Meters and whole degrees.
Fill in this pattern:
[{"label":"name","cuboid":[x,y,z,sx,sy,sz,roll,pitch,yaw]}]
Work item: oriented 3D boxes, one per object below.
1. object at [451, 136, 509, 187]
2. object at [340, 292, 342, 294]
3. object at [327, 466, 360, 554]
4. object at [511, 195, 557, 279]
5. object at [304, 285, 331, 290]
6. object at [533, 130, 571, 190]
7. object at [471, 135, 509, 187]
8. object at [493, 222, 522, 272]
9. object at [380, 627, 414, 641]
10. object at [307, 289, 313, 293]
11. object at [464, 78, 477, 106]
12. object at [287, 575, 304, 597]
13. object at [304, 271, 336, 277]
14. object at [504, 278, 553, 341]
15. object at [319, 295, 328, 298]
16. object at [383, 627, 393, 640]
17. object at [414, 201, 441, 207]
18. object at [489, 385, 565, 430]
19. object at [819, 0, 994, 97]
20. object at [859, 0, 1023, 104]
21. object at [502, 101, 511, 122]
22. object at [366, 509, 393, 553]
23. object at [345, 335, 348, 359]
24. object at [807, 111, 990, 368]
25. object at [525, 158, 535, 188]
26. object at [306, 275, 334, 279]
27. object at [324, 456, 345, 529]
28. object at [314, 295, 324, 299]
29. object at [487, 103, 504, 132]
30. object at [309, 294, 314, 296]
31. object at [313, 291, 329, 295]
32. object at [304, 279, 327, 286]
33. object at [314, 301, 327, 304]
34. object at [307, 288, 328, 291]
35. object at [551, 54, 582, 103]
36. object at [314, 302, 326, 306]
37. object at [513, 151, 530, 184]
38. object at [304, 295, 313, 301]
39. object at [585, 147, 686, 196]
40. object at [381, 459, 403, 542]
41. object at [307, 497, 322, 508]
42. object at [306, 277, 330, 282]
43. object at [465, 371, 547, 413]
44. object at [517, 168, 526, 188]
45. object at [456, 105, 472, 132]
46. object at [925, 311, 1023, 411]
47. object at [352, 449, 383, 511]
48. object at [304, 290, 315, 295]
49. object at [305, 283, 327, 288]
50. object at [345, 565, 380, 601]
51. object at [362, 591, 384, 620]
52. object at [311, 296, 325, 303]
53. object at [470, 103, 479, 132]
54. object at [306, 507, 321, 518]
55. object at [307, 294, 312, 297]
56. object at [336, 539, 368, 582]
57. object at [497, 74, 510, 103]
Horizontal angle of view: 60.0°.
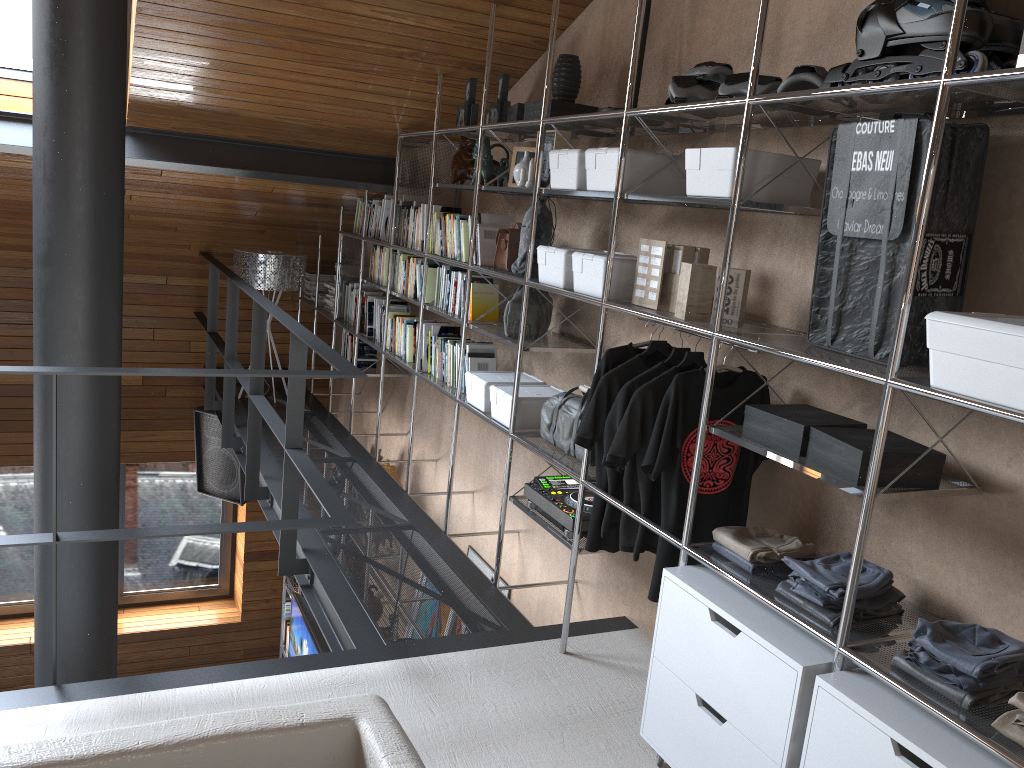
[{"label":"object","cuboid":[-0.145,-1.012,4.053,0.278,0.222,0.138,10,12,20]},{"label":"object","cuboid":[-1.061,-0.617,6.000,0.217,0.013,0.161,1,12,-25]},{"label":"object","cuboid":[-1.209,0.872,6.352,0.305,0.839,0.238,1,12,-23]},{"label":"object","cuboid":[0.088,-0.570,3.483,0.157,0.339,0.229,6,11,1]},{"label":"object","cuboid":[-1.447,-0.736,6.771,0.246,0.016,0.182,1,12,-25]},{"label":"object","cuboid":[0.147,-0.844,3.355,0.062,0.219,0.157,1,12,-25]},{"label":"object","cuboid":[-0.085,-0.966,3.864,0.197,0.220,0.102,-4,15,-41]},{"label":"object","cuboid":[0.004,-0.575,3.703,0.082,0.202,0.227,11,12,25]},{"label":"object","cuboid":[-0.673,1.490,5.156,0.272,0.207,0.137,1,12,-22]},{"label":"object","cuboid":[-1.444,-0.710,6.804,0.216,0.012,0.161,1,12,-25]},{"label":"object","cuboid":[-0.187,-1.326,4.026,0.029,0.114,0.084,2,12,-18]},{"label":"object","cuboid":[-1.612,1.630,7.129,0.320,0.114,0.405,1,12,-25]},{"label":"object","cuboid":[-1.449,-0.837,6.777,0.246,0.016,0.182,1,12,-25]},{"label":"object","cuboid":[0.073,-0.317,3.612,0.166,0.240,0.390,7,11,7]},{"label":"object","cuboid":[-1.323,-0.649,6.552,0.228,0.016,0.182,1,12,-25]},{"label":"object","cuboid":[-0.607,1.489,4.993,0.290,0.290,0.097,0,12,-27]},{"label":"object","cuboid":[-0.458,-0.838,4.693,0.146,0.240,0.023,1,12,-25]},{"label":"object","cuboid":[0.079,0.092,3.544,0.295,0.136,0.228,1,12,-25]},{"label":"object","cuboid":[0.881,-0.790,1.890,0.174,0.342,0.416,2,12,-21]},{"label":"object","cuboid":[1.001,-0.799,1.965,0.174,0.342,0.416,2,12,-20]},{"label":"object","cuboid":[-0.025,-1.150,3.809,0.029,0.117,0.086,6,11,-1]},{"label":"object","cuboid":[-0.779,0.850,5.210,0.208,0.280,0.131,-5,15,-43]},{"label":"object","cuboid":[-1.028,-0.232,5.794,0.111,0.174,0.011,1,12,-25]},{"label":"object","cuboid":[0.863,-0.335,2.012,0.188,0.559,0.337,2,12,-21]},{"label":"object","cuboid":[0.073,-0.802,3.376,0.037,0.114,0.037,-3,14,-39]},{"label":"object","cuboid":[-1.446,-0.819,6.771,0.246,0.016,0.182,1,12,-25]},{"label":"object","cuboid":[-1.337,0.792,6.576,0.244,0.879,0.244,6,11,3]},{"label":"object","cuboid":[-1.346,-0.639,6.560,0.201,0.013,0.161,1,12,-25]},{"label":"object","cuboid":[-0.067,-1.171,3.895,0.029,0.117,0.086,-2,13,-35]},{"label":"object","cuboid":[-1.449,-0.686,6.810,0.218,0.013,0.161,1,12,-25]},{"label":"object","cuboid":[-1.353,-0.669,6.560,0.203,0.013,0.161,1,12,-25]},{"label":"object","cuboid":[-1.447,-0.774,6.763,0.252,0.028,0.180,1,12,-25]},{"label":"object","cuboid":[-1.340,-0.604,6.583,0.226,0.012,0.159,1,12,-25]},{"label":"object","cuboid":[-1.443,-0.723,6.792,0.224,0.017,0.168,1,12,-25]},{"label":"object","cuboid":[0.205,-1.144,3.344,0.115,0.177,0.115,6,11,-1]},{"label":"object","cuboid":[-1.354,-0.591,6.575,0.201,0.012,0.161,1,12,-25]},{"label":"object","cuboid":[0.053,-0.853,3.532,0.091,0.146,0.091,7,11,8]},{"label":"object","cuboid":[-1.460,-0.654,6.803,0.234,0.025,0.176,1,12,-25]},{"label":"object","cuboid":[0.408,-0.681,2.875,0.295,0.136,0.228,1,12,-25]},{"label":"object","cuboid":[-0.754,0.704,5.481,0.215,0.458,0.328,2,12,-20]},{"label":"object","cuboid":[-1.612,1.004,7.100,0.233,0.209,0.107,-3,14,-38]},{"label":"object","cuboid":[-1.441,-0.800,6.777,0.233,0.021,0.174,1,12,-25]},{"label":"object","cuboid":[-0.033,0.033,3.781,0.295,0.136,0.228,1,12,-25]},{"label":"object","cuboid":[0.042,-0.795,3.420,0.037,0.077,0.037,-3,14,-39]},{"label":"object","cuboid":[-0.220,-1.224,4.091,0.029,0.117,0.086,-3,14,-39]},{"label":"object","cuboid":[1.016,-0.022,1.574,0.343,0.147,0.445,1,12,-25]},{"label":"object","cuboid":[-0.976,0.612,5.863,0.207,0.442,0.328,-1,13,-32]},{"label":"object","cuboid":[-1.457,-0.697,6.795,0.243,0.012,0.159,1,12,-25]},{"label":"object","cuboid":[-1.446,-0.752,6.769,0.246,0.016,0.182,1,12,-25]},{"label":"object","cuboid":[-0.949,1.302,5.581,0.255,0.356,0.167,5,11,-6]},{"label":"object","cuboid":[-0.867,1.396,5.378,0.164,0.266,0.237,4,11,-9]},{"label":"object","cuboid":[-1.336,-0.621,6.569,0.262,0.025,0.176,1,12,-25]},{"label":"object","cuboid":[-0.171,-1.202,4.009,0.029,0.117,0.086,5,11,-6]},{"label":"object","cuboid":[-1.505,1.059,6.880,0.278,0.222,0.138,3,11,-15]},{"label":"object","cuboid":[-1.445,-0.672,6.805,0.216,0.013,0.161,1,12,-25]},{"label":"object","cuboid":[-1.100,1.172,5.938,0.219,0.440,0.463,1,12,-25]},{"label":"object","cuboid":[-0.038,-1.273,3.829,0.029,0.114,0.084,3,11,-14]}]
